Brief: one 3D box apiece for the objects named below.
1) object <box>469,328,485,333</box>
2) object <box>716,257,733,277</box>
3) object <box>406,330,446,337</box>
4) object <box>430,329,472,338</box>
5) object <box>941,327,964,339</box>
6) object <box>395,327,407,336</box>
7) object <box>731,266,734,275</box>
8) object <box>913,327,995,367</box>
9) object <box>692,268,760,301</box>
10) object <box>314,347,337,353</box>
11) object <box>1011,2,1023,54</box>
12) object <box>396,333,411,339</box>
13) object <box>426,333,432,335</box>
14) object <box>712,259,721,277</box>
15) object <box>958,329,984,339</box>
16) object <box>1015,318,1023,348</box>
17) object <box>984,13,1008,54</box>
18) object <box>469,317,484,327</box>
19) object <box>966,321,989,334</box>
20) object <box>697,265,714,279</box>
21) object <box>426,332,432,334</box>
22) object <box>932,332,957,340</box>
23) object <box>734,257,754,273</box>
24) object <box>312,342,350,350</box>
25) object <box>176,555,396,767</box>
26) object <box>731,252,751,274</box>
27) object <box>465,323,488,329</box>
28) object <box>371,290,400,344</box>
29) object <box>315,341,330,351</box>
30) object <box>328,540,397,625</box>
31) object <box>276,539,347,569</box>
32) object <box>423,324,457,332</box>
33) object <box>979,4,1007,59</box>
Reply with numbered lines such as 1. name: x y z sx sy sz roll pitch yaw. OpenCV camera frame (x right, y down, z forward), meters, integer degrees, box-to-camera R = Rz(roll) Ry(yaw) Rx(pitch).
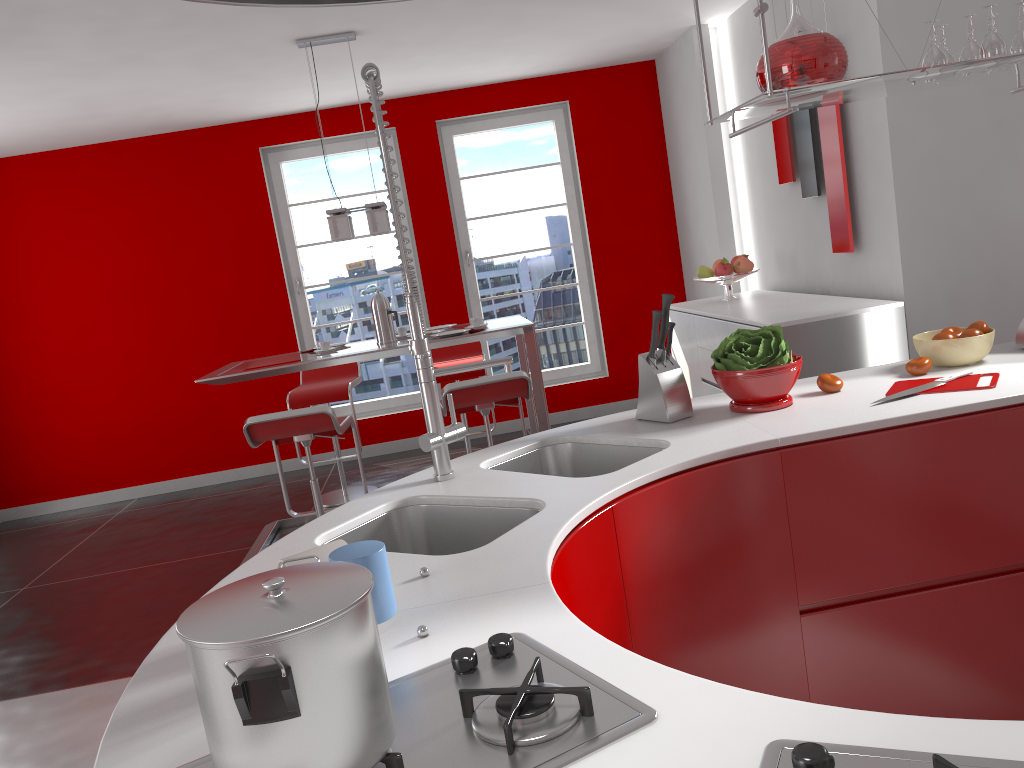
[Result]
1. object: -0.178 -0.279 4.576 0.095 0.012 0.234 -10 8 -4
2. object: 1.240 -0.687 5.225 0.097 0.133 0.117 -11 9 -14
3. object: -0.462 -0.267 4.790 0.217 0.015 0.217 -4 10 33
4. object: -0.314 -0.259 4.573 0.217 0.015 0.217 -4 10 32
5. object: 1.217 -0.130 2.447 0.065 0.052 0.062 -12 9 -19
6. object: -0.620 -0.290 4.954 0.078 0.049 0.062 -3 10 36
7. object: 1.292 -0.678 5.338 0.086 0.079 0.084 -5 9 24
8. object: 1.214 -0.096 2.434 0.201 0.086 0.201 -10 8 -3
9. object: 1.293 -0.584 5.327 0.398 0.159 0.398 -1 12 45
10. object: -1.014 -0.182 4.824 0.119 0.016 0.119 -13 9 -23
11. object: 1.259 -0.864 2.184 0.060 0.141 0.060 -10 8 -4
12. object: -0.610 -0.267 4.953 0.119 0.016 0.119 -10 9 -6
13. object: -0.448 -0.269 4.756 0.034 0.006 0.036 -12 9 -15
14. object: 1.271 -0.710 5.418 0.096 0.105 0.117 -5 9 25
15. object: 1.236 -0.124 2.388 0.066 0.049 0.062 -10 9 -7
16. object: 1.570 -0.185 2.297 0.300 0.170 0.400 -10 8 -4
17. object: 1.242 -0.877 2.286 0.060 0.141 0.060 -14 9 -27
18. object: -0.187 -0.332 4.763 0.078 0.049 0.062 -10 8 -4
19. object: 1.275 -0.142 2.432 0.055 0.058 0.066 -12 9 -18
20. object: 1.162 -0.670 5.326 0.100 0.086 0.083 -1 12 45
21. object: -0.453 -0.274 4.798 0.036 0.006 0.034 -4 10 33
22. object: 1.171 -0.116 2.403 0.066 0.049 0.062 -9 8 4
23. object: 1.371 -0.702 5.224 0.121 0.101 0.097 -13 9 -25
24. object: -1.024 -0.212 5.036 0.217 0.015 0.217 -6 9 20
25. object: -0.218 0.281 0.876 0.189 0.185 0.218 -17 11 -41
26. object: 1.370 -0.729 5.350 0.117 0.129 0.150 -1 12 43
27. object: -0.191 -0.307 4.766 0.119 0.016 0.119 -7 9 16
28. object: -0.681 -0.368 4.769 0.149 0.287 0.113 -9 8 4
29. object: -1.025 -0.204 4.823 0.078 0.049 0.062 -6 9 19
30. object: -0.203 0.284 1.246 0.080 0.100 0.109 -14 10 -30
31. object: -0.289 0.292 1.344 0.100 0.080 0.109 -15 10 -33
32. object: -0.419 -0.318 5.082 0.217 0.015 0.217 -14 10 -28
33. object: 1.165 -0.844 2.153 0.060 0.141 0.060 -10 8 -4
